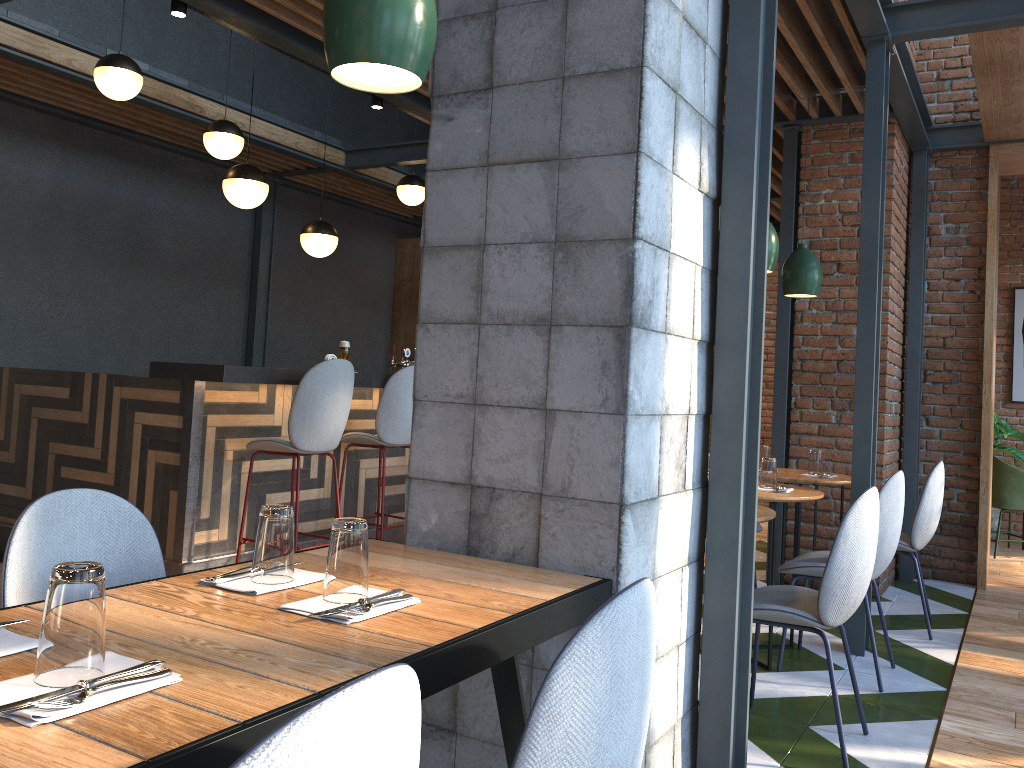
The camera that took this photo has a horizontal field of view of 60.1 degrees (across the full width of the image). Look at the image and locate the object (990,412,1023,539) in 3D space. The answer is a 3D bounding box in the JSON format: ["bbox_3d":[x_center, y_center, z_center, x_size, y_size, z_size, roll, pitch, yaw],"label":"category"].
[{"bbox_3d":[4.334,0.801,8.120,0.633,1.199,0.713,3,-2,-10],"label":"object"}]

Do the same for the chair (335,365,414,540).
[{"bbox_3d":[-0.767,0.501,5.249,0.508,1.246,0.417,1,-3,36],"label":"chair"}]

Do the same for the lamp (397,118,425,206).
[{"bbox_3d":[-0.778,-3.455,7.830,0.268,3.802,0.267,1,-3,36],"label":"lamp"}]

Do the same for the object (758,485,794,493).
[{"bbox_3d":[1.185,0.473,4.024,0.157,0.019,0.242,3,0,27],"label":"object"}]

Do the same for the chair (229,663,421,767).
[{"bbox_3d":[-0.373,0.704,0.901,0.508,0.889,0.417,2,-2,26],"label":"chair"}]

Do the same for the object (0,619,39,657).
[{"bbox_3d":[-0.756,0.350,1.196,0.157,0.019,0.242,3,0,30],"label":"object"}]

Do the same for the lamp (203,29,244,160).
[{"bbox_3d":[-1.880,-3.435,6.157,0.268,3.802,0.268,3,-3,-5],"label":"lamp"}]

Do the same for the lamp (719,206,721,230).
[{"bbox_3d":[0.741,-1.560,3.435,0.224,2.026,0.223,1,-3,34],"label":"lamp"}]

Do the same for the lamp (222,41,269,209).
[{"bbox_3d":[-1.509,-2.952,5.423,0.268,3.802,0.267,1,-3,32],"label":"lamp"}]

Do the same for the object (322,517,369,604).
[{"bbox_3d":[-0.290,0.309,1.565,0.080,0.138,0.080,3,-2,-7],"label":"object"}]

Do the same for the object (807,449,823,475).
[{"bbox_3d":[1.684,0.433,4.917,0.080,0.138,0.080,3,-2,17],"label":"object"}]

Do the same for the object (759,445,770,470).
[{"bbox_3d":[1.438,0.420,5.065,0.080,0.138,0.080,4,-2,-23],"label":"object"}]

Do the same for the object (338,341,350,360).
[{"bbox_3d":[-0.970,-0.160,5.115,0.070,0.178,0.070,2,-3,34],"label":"object"}]

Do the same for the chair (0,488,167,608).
[{"bbox_3d":[-0.769,0.682,1.803,0.508,0.889,0.417,2,-2,26],"label":"chair"}]

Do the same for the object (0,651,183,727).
[{"bbox_3d":[-0.540,0.362,1.071,0.157,0.019,0.242,3,0,30],"label":"object"}]

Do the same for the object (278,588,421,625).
[{"bbox_3d":[-0.284,0.376,1.531,0.157,0.019,0.242,3,0,30],"label":"object"}]

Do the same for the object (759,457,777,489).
[{"bbox_3d":[1.173,0.406,4.048,0.080,0.138,0.080,1,-3,40],"label":"object"}]

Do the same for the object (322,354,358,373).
[{"bbox_3d":[-0.679,-0.106,5.767,0.322,0.106,1.506,3,0,33],"label":"object"}]

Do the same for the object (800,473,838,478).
[{"bbox_3d":[1.693,0.500,4.891,0.157,0.019,0.242,3,0,34],"label":"object"}]

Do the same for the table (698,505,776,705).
[{"bbox_3d":[0.610,0.826,3.321,0.700,0.748,0.698,2,-2,40],"label":"table"}]

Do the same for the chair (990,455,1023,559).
[{"bbox_3d":[4.031,0.974,7.267,0.515,0.820,0.637,3,-2,-6],"label":"chair"}]

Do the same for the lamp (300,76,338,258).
[{"bbox_3d":[-1.295,-2.808,6.475,0.268,3.802,0.267,2,-3,21],"label":"lamp"}]

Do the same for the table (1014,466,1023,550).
[{"bbox_3d":[4.561,1.069,7.326,0.808,0.688,0.806,3,-1,14],"label":"table"}]

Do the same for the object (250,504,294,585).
[{"bbox_3d":[-0.448,0.300,1.673,0.080,0.138,0.080,5,-3,-36],"label":"object"}]

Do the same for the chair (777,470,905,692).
[{"bbox_3d":[1.430,0.800,3.877,0.508,0.889,0.417,2,-3,31],"label":"chair"}]

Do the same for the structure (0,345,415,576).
[{"bbox_3d":[-1.369,0.391,6.895,2.919,1.399,4.909,3,0,30],"label":"structure"}]

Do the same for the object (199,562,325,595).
[{"bbox_3d":[-0.461,0.366,1.700,0.157,0.019,0.242,3,0,30],"label":"object"}]

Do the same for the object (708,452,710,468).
[{"bbox_3d":[0.910,0.392,4.166,0.080,0.138,0.080,4,-2,-20],"label":"object"}]

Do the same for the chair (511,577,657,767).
[{"bbox_3d":[-0.051,0.721,1.377,0.508,0.889,0.417,2,-2,27],"label":"chair"}]

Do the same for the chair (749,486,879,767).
[{"bbox_3d":[0.987,0.777,3.075,0.508,0.889,0.417,2,-3,31],"label":"chair"}]

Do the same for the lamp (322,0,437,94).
[{"bbox_3d":[-0.211,-1.611,1.795,0.224,2.026,0.223,1,-3,34],"label":"lamp"}]

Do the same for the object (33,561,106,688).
[{"bbox_3d":[-0.546,0.295,1.104,0.080,0.138,0.080,5,-3,-36],"label":"object"}]

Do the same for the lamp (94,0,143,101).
[{"bbox_3d":[-2.232,-3.576,5.325,0.268,3.802,0.267,1,-3,36],"label":"lamp"}]

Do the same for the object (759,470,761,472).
[{"bbox_3d":[1.426,0.485,5.093,0.157,0.019,0.242,3,0,34],"label":"object"}]

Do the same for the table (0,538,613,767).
[{"bbox_3d":[-0.786,0.742,0.820,0.658,0.767,2.766,2,-1,30],"label":"table"}]

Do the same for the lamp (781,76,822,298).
[{"bbox_3d":[1.694,-1.509,5.078,0.224,2.026,0.223,1,-3,34],"label":"lamp"}]

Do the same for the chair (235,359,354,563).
[{"bbox_3d":[-1.091,0.484,4.482,0.508,1.246,0.417,2,-3,30],"label":"chair"}]

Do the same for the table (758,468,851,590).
[{"bbox_3d":[1.564,0.877,4.965,0.699,0.748,0.699,3,-1,-14],"label":"table"}]

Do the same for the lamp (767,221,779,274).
[{"bbox_3d":[1.187,-1.537,4.204,0.224,2.026,0.223,1,-3,34],"label":"lamp"}]

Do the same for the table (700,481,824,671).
[{"bbox_3d":[1.056,0.850,4.090,0.699,0.748,0.699,4,-2,-18],"label":"table"}]

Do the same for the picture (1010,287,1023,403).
[{"bbox_3d":[5.038,-0.353,8.194,0.726,1.097,0.022,2,-3,30],"label":"picture"}]

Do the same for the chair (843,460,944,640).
[{"bbox_3d":[2.007,0.831,4.710,0.508,0.889,0.417,2,-2,26],"label":"chair"}]

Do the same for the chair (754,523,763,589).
[{"bbox_3d":[1.201,0.787,5.186,0.508,0.889,0.417,2,-3,31],"label":"chair"}]
